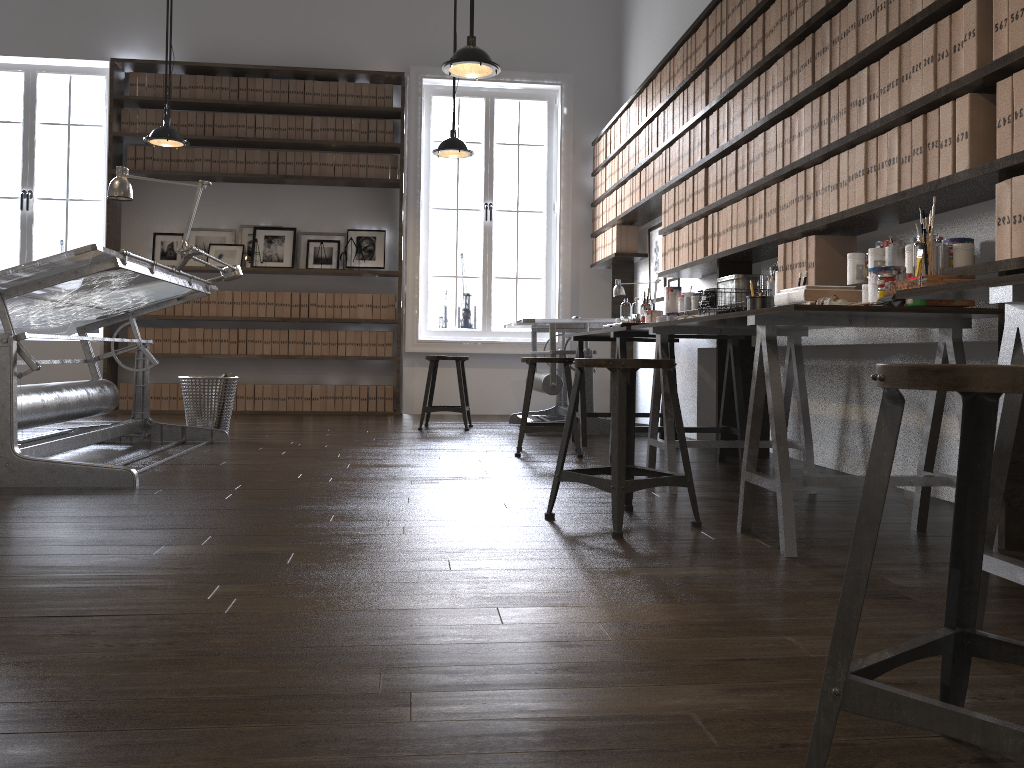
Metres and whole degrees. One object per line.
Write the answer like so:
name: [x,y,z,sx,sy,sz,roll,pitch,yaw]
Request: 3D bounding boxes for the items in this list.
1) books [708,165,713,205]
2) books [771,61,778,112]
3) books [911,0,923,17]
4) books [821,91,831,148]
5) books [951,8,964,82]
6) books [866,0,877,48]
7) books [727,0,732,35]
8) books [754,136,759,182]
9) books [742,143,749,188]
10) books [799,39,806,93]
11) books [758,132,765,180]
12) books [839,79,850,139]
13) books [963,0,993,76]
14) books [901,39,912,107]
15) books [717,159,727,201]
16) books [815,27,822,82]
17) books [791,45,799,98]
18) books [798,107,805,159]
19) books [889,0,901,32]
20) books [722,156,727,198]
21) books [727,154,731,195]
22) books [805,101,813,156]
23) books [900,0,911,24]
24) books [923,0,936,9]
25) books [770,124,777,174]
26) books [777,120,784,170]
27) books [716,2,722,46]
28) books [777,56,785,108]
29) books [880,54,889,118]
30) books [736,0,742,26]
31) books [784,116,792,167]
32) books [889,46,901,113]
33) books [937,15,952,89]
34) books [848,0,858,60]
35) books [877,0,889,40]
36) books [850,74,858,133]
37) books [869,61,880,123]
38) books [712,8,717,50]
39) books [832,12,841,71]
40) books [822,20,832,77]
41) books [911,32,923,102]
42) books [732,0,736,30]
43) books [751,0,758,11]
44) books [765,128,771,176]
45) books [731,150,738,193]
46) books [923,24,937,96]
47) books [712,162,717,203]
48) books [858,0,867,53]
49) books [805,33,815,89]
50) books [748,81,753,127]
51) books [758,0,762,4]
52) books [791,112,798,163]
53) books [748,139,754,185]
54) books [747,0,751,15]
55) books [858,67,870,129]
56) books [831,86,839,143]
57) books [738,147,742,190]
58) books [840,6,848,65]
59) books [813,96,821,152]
books: [1.151,-1.058,4.764,0.174,0.226,0.066,1,-1,-6]
books: [1.249,-1.308,3.935,0.174,0.226,0.066,1,-1,-6]
books: [1.374,-1.272,2.828,0.174,0.226,0.066,1,-1,-6]
books: [1.300,-1.015,3.450,0.174,0.226,0.066,1,-1,-6]
books: [1.397,-0.988,2.614,0.174,0.226,0.066,1,-1,-6]
books: [1.342,-1.281,3.108,0.174,0.226,0.066,1,-1,-6]
books: [1.195,-1.880,4.527,0.174,0.226,0.066,1,-1,-6]
books: [1.225,-1.038,4.133,0.174,0.226,0.066,1,-1,-6]
books: [1.205,-1.042,4.273,0.174,0.226,0.066,1,-1,-6]
books: [1.283,-1.299,3.664,0.174,0.226,0.066,1,-1,-6]
books: [1.227,-1.035,4.065,0.174,0.226,0.067,1,-1,-6]
books: [1.314,-1.011,3.300,0.174,0.226,0.067,1,-1,-6]
books: [1.398,-0.986,2.549,0.174,0.226,0.067,1,-1,-6]
books: [1.365,-0.997,2.881,0.174,0.226,0.066,1,-1,-6]
books: [1.164,-1.053,4.620,0.174,0.226,0.067,1,-1,-6]
books: [1.300,-1.295,3.516,0.174,0.226,0.066,1,-1,-6]
books: [1.273,-1.302,3.729,0.174,0.226,0.066,1,-1,-6]
books: [1.276,-1.022,3.656,0.174,0.226,0.066,1,-1,-6]
books: [1.360,-1.277,2.967,0.174,0.226,0.066,1,-1,-6]
books: [1.175,-1.051,4.557,0.174,0.226,0.066,1,-1,-6]
books: [1.185,-1.049,4.493,0.174,0.226,0.066,1,-1,-6]
books: [1.281,-1.020,3.584,0.174,0.226,0.066,1,-1,-6]
books: [1.370,-1.275,2.897,0.174,0.226,0.066,1,-1,-6]
books: [1.378,-1.270,2.755,0.174,0.226,0.066,1,-1,-6]
books: [1.244,-1.031,3.937,0.174,0.226,0.066,1,-1,-6]
books: [1.251,-1.029,3.865,0.174,0.226,0.067,1,-1,-6]
books: [1.172,-1.884,4.668,0.174,0.226,0.066,1,-1,-6]
books: [1.254,-1.306,3.863,0.174,0.226,0.066,1,-1,-6]
books: [1.351,-1.001,3.015,0.174,0.226,0.066,1,-1,-6]
books: [1.205,-1.875,4.387,0.174,0.226,0.067,1,-1,-6]
books: [1.262,-1.027,3.795,0.174,0.226,0.066,1,-1,-6]
books: [1.353,-0.999,2.947,0.174,0.226,0.067,1,-1,-6]
books: [1.388,-0.990,2.683,0.174,0.226,0.066,1,-1,-6]
books: [1.325,-1.286,3.237,0.174,0.226,0.067,1,-1,-6]
books: [1.348,-1.279,3.036,0.174,0.226,0.067,1,-1,-6]
books: [1.328,-1.008,3.226,0.174,0.226,0.066,1,-1,-6]
books: [1.343,-1.004,3.085,0.174,0.226,0.066,1,-1,-6]
books: [1.163,-1.887,4.740,0.174,0.226,0.067,1,-1,-6]
books: [1.315,-1.290,3.375,0.174,0.226,0.066,1,-1,-6]
books: [1.303,-1.292,3.445,0.174,0.226,0.066,1,-1,-6]
books: [1.370,-0.995,2.819,0.174,0.226,0.066,1,-1,-6]
books: [1.201,-1.878,4.458,0.174,0.226,0.066,1,-1,-6]
books: [1.226,-1.869,4.186,0.174,0.226,0.067,1,-1,-6]
books: [1.239,-1.033,3.999,0.174,0.226,0.066,1,-1,-6]
books: [1.188,-1.047,4.418,0.174,0.226,0.067,1,-1,-6]
books: [1.376,-0.993,2.753,0.174,0.226,0.067,1,-1,-6]
books: [1.156,-1.056,4.692,0.174,0.226,0.066,1,-1,-6]
books: [1.337,-1.284,3.171,0.174,0.226,0.066,1,-1,-6]
books: [1.286,-1.297,3.590,0.174,0.226,0.067,1,-1,-6]
books: [1.217,-1.317,4.216,0.174,0.226,0.066,1,-1,-6]
books: [1.240,-1.867,4.120,0.174,0.226,0.066,1,-1,-6]
books: [1.272,-1.024,3.726,0.174,0.226,0.066,1,-1,-6]
books: [1.217,-1.040,4.203,0.174,0.226,0.066,1,-1,-6]
books: [1.223,-1.871,4.253,0.174,0.226,0.066,1,-1,-6]
books: [1.331,-1.006,3.155,0.174,0.226,0.066,1,-1,-6]
books: [1.311,-1.013,3.375,0.174,0.226,0.066,1,-1,-6]
books: [1.202,-1.044,4.344,0.174,0.226,0.066,1,-1,-6]
books: [1.323,-1.288,3.304,0.174,0.226,0.066,1,-1,-6]
books: [1.289,-1.017,3.512,0.174,0.226,0.067,1,-1,-6]
